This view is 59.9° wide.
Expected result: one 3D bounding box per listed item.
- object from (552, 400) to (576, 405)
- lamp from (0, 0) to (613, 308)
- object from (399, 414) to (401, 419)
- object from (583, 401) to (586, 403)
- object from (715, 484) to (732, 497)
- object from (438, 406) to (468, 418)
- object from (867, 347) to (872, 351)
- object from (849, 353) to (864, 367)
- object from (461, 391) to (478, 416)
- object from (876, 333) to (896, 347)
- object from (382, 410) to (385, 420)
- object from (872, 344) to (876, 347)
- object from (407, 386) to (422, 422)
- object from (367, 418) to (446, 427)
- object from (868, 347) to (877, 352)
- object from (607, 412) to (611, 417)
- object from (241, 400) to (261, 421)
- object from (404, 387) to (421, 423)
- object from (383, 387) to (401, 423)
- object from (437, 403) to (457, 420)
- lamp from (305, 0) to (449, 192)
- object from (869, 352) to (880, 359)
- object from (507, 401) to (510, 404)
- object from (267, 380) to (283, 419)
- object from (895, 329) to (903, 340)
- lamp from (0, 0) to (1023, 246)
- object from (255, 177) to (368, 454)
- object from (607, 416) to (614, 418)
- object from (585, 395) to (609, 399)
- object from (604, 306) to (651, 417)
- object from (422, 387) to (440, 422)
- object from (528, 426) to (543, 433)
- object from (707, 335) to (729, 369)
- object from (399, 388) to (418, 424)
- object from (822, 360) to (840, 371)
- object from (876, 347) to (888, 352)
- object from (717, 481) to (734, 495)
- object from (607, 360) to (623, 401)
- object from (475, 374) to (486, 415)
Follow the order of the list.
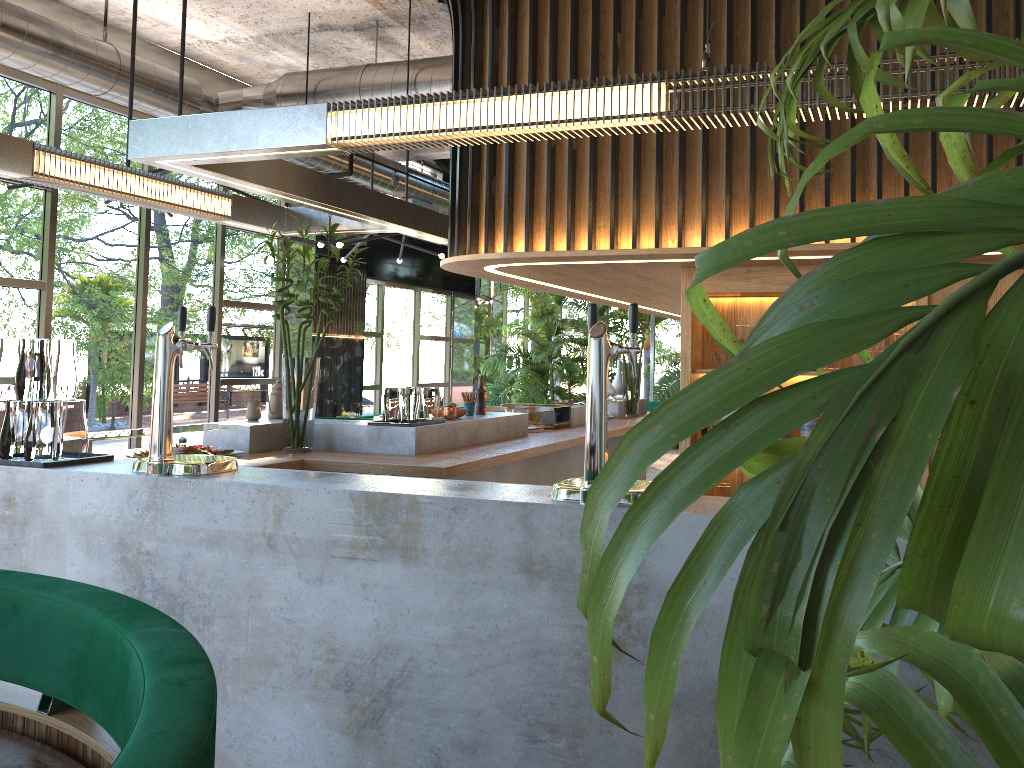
[{"bbox_3d":[0.581,0.106,7.816,0.203,0.135,0.831,1,1,29],"label":"object"},{"bbox_3d":[-0.211,-2.157,7.506,4.937,1.826,19.451,1,1,23],"label":"lamp"},{"bbox_3d":[-0.689,0.263,5.400,0.071,0.211,0.069,2,-3,-11],"label":"object"},{"bbox_3d":[0.718,0.116,8.045,0.159,0.107,0.087,1,-1,-23],"label":"object"},{"bbox_3d":[1.003,0.586,4.215,0.110,0.210,0.100,3,-3,-34],"label":"object"},{"bbox_3d":[-0.383,0.178,5.641,0.185,0.073,0.235,2,1,41],"label":"object"},{"bbox_3d":[-0.178,0.049,1.448,0.101,0.503,6.332,-1,0,35],"label":"object"},{"bbox_3d":[1.594,-0.104,4.083,0.087,0.092,0.090,1,-1,12],"label":"object"},{"bbox_3d":[-0.286,0.129,5.889,0.107,0.162,0.103,2,-2,-34],"label":"object"},{"bbox_3d":[1.696,-0.214,4.024,0.086,0.092,0.092,1,-1,25],"label":"object"},{"bbox_3d":[-0.727,0.261,5.335,0.171,0.215,0.067,2,-3,-43],"label":"object"},{"bbox_3d":[1.648,-0.219,4.118,0.087,0.092,0.090,1,-1,11],"label":"object"},{"bbox_3d":[-0.579,0.120,5.188,0.109,0.210,0.101,2,-2,-24],"label":"object"},{"bbox_3d":[-0.596,0.218,5.062,0.264,0.019,0.450,1,2,22],"label":"object"},{"bbox_3d":[1.648,-0.196,4.117,0.087,0.092,0.090,1,-1,11],"label":"object"},{"bbox_3d":[0.859,0.283,8.275,0.138,0.057,0.069,2,0,39],"label":"object"},{"bbox_3d":[-1.508,0.151,5.165,0.096,0.119,0.090,0,-2,30],"label":"object"},{"bbox_3d":[-0.571,0.124,5.054,0.110,0.210,0.100,3,-3,-34],"label":"object"},{"bbox_3d":[-0.669,0.124,4.971,0.109,0.210,0.101,2,-2,-24],"label":"object"},{"bbox_3d":[-0.413,0.166,5.426,0.159,0.107,0.087,1,-1,-23],"label":"object"},{"bbox_3d":[0.628,-2.416,11.902,3.681,1.534,10.313,1,1,20],"label":"lamp"},{"bbox_3d":[1.669,-0.104,4.137,0.085,0.092,0.092,0,-1,32],"label":"object"},{"bbox_3d":[-0.048,0.368,11.651,0.065,0.300,0.071,-1,-4,38],"label":"object"},{"bbox_3d":[-1.407,0.091,5.351,0.120,0.235,0.211,1,-1,-9],"label":"object"},{"bbox_3d":[1.770,-0.215,4.117,0.086,0.092,0.091,1,-1,18],"label":"object"},{"bbox_3d":[1.045,-1.953,5.995,4.857,2.136,6.902,1,1,16],"label":"lamp"},{"bbox_3d":[-1.127,-0.402,4.905,0.649,1.553,0.604,0,-3,27],"label":"object"},{"bbox_3d":[0.801,0.307,8.218,0.237,0.017,0.250,1,2,20],"label":"object"},{"bbox_3d":[0.813,0.125,8.413,0.185,0.073,0.235,2,1,41],"label":"object"},{"bbox_3d":[1.131,-0.462,8.583,0.609,1.553,0.644,3,-3,-30],"label":"object"},{"bbox_3d":[-0.470,0.123,5.158,0.109,0.210,0.101,2,-2,-24],"label":"object"},{"bbox_3d":[0.084,0.332,6.548,0.313,0.037,0.285,0,2,-40],"label":"object"},{"bbox_3d":[0.988,-0.176,4.253,0.110,0.210,0.100,3,-3,-34],"label":"object"},{"bbox_3d":[-0.575,0.127,4.925,0.109,0.210,0.101,2,-2,-24],"label":"object"},{"bbox_3d":[1.472,-0.106,4.097,0.087,0.092,0.090,1,-1,12],"label":"object"},{"bbox_3d":[-0.366,0.064,0.772,0.101,0.503,7.767,-1,0,32],"label":"object"},{"bbox_3d":[1.040,0.583,4.330,0.110,0.210,0.100,3,-3,-34],"label":"object"},{"bbox_3d":[0.976,-0.038,8.630,0.326,0.398,0.309,1,-1,-20],"label":"object"},{"bbox_3d":[-0.213,0.069,6.049,0.078,0.277,0.071,3,-3,-32],"label":"object"}]
